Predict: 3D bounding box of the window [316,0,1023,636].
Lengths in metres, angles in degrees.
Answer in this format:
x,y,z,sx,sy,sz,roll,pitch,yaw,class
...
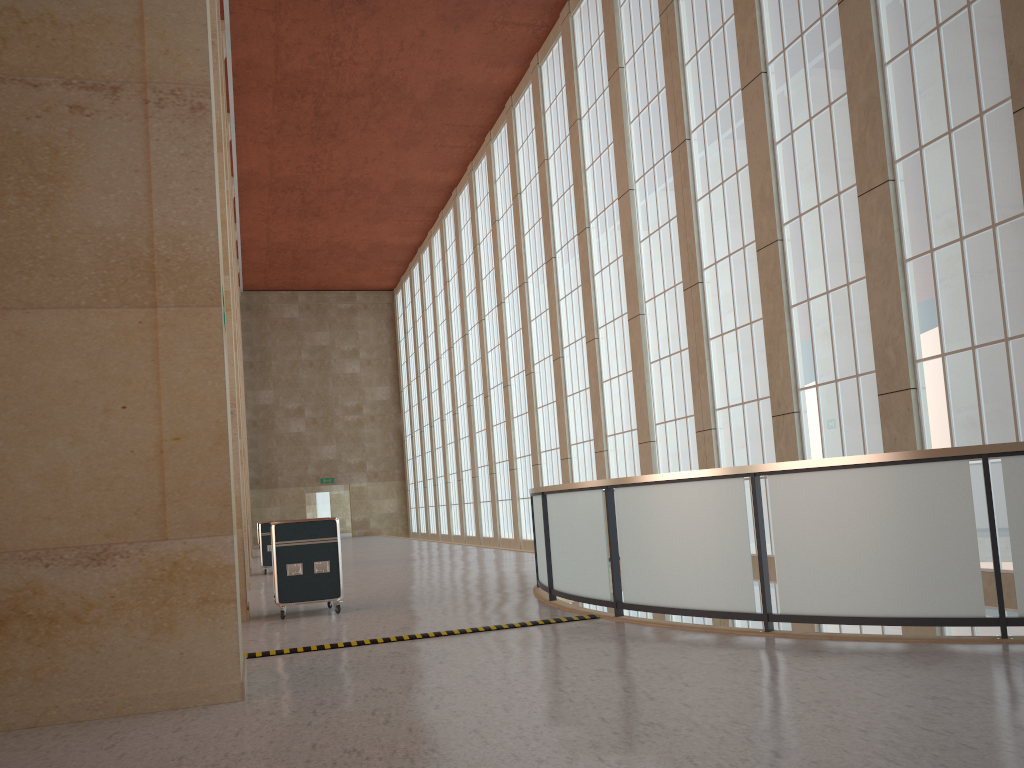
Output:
x,y,z,sx,sy,sz,roll,pitch,yaw,class
-11.450,9.587,76.701,0.010,28.496,166.026,-3,-8,-17,window

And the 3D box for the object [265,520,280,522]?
x,y,z,sx,sy,sz,roll,pitch,yaw,class
-10.449,6.847,39.355,1.054,1.534,1.281,-3,-6,-17,object

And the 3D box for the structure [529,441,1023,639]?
x,y,z,sx,sy,sz,roll,pitch,yaw,class
3.342,2.168,12.830,5.241,1.786,13.167,-1,-8,-27,structure

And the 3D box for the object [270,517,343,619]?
x,y,z,sx,sy,sz,roll,pitch,yaw,class
-3.374,2.987,14.515,1.054,1.534,1.281,-3,-6,-17,object

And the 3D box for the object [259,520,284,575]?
x,y,z,sx,sy,sz,roll,pitch,yaw,class
-6.957,4.843,26.360,1.054,1.534,1.281,-3,-6,-17,object

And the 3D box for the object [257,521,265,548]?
x,y,z,sx,sy,sz,roll,pitch,yaw,class
-14.352,8.808,51.807,1.054,1.534,1.281,-3,-6,-17,object
